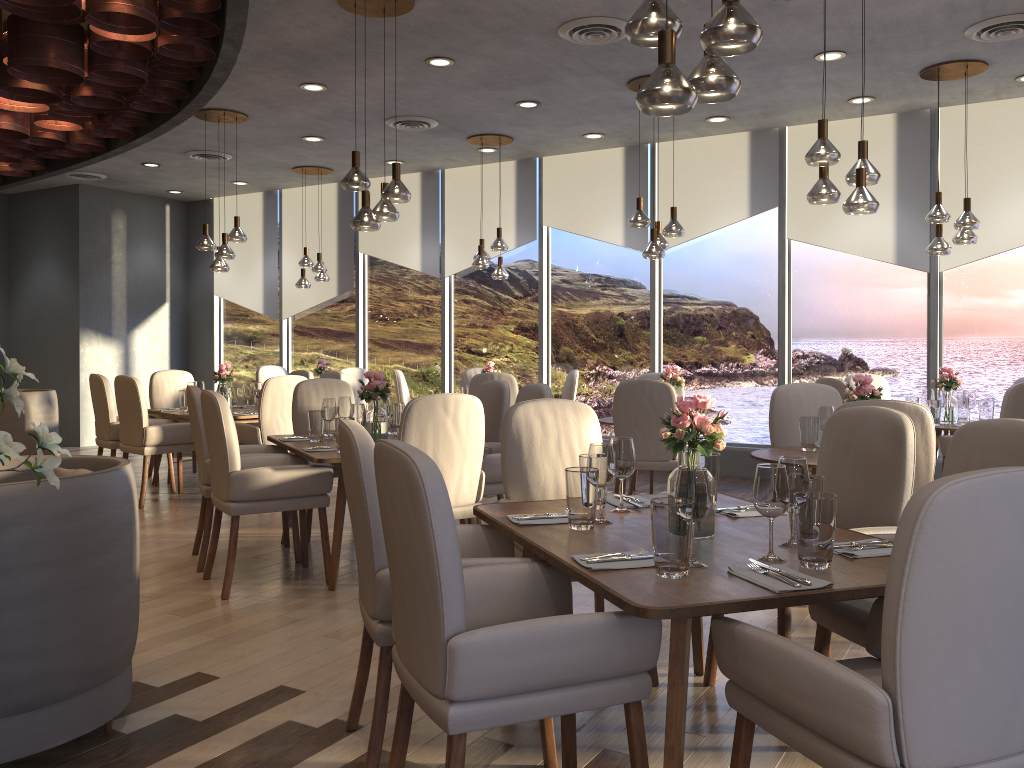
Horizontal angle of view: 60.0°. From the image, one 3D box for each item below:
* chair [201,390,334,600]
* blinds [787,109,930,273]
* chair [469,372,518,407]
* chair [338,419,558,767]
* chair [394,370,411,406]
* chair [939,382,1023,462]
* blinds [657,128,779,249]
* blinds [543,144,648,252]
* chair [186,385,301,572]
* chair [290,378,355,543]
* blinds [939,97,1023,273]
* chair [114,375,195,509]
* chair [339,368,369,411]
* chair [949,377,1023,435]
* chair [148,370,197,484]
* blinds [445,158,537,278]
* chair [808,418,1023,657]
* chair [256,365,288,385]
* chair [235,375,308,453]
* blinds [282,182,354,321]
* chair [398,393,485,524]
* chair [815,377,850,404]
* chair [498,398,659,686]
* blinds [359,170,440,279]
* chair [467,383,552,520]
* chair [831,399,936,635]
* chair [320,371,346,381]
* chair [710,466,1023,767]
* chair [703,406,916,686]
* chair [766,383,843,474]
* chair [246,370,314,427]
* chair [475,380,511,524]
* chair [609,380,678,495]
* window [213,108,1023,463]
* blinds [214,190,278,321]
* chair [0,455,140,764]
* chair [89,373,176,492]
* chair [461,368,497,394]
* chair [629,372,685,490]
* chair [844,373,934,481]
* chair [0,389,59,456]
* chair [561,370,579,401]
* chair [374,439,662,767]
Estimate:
[{"bbox_3d":[-1.277,0.522,4.561,0.600,1.000,0.528,-1,1,-31],"label":"chair"},{"bbox_3d":[2.992,-2.281,7.711,1.173,2.680,0.007,0,1,31],"label":"blinds"},{"bbox_3d":[-0.184,0.387,7.865,0.528,1.000,0.600,0,1,-6],"label":"chair"},{"bbox_3d":[-0.215,0.600,2.662,0.600,1.000,0.528,0,1,-16],"label":"chair"},{"bbox_3d":[-0.825,0.363,8.448,0.600,1.000,0.528,0,1,-4],"label":"chair"},{"bbox_3d":[3.226,0.470,5.836,0.528,1.000,0.600,0,1,-15],"label":"chair"},{"bbox_3d":[1.917,-2.603,8.343,1.173,2.680,0.007,0,1,31],"label":"blinds"},{"bbox_3d":[0.829,-2.630,8.985,1.173,2.680,0.007,0,1,31],"label":"blinds"},{"bbox_3d":[-1.541,0.502,5.065,0.600,1.000,0.528,0,1,-23],"label":"chair"},{"bbox_3d":[-1.192,0.470,5.838,0.528,1.000,0.600,0,1,-23],"label":"chair"},{"bbox_3d":[4.067,-2.255,7.077,1.173,2.680,0.007,0,1,31],"label":"blinds"},{"bbox_3d":[-2.778,0.423,6.977,0.528,1.000,0.600,1,1,43],"label":"chair"},{"bbox_3d":[-1.862,0.318,9.537,0.600,1.000,0.528,1,1,44],"label":"chair"},{"bbox_3d":[3.641,0.442,6.531,0.600,1.000,0.528,0,1,-12],"label":"chair"},{"bbox_3d":[-3.067,0.372,8.224,0.528,1.000,0.600,-1,1,-40],"label":"chair"},{"bbox_3d":[-0.245,-2.511,9.619,1.173,2.680,0.007,0,1,31],"label":"blinds"},{"bbox_3d":[1.220,0.605,2.542,0.600,1.000,0.528,0,1,-16],"label":"chair"},{"bbox_3d":[-2.678,0.285,10.364,0.600,1.000,0.528,1,1,44],"label":"chair"},{"bbox_3d":[-1.916,0.422,7.013,0.600,1.000,0.528,1,1,44],"label":"chair"},{"bbox_3d":[-2.395,-2.127,10.892,1.173,2.680,0.007,0,1,31],"label":"blinds"},{"bbox_3d":[-0.434,0.531,4.351,0.528,1.000,0.600,0,1,-29],"label":"chair"},{"bbox_3d":[2.501,0.451,6.311,0.600,1.000,0.528,0,1,-13],"label":"chair"},{"bbox_3d":[0.228,0.571,3.385,0.528,1.000,0.600,0,1,-16],"label":"chair"},{"bbox_3d":[-1.319,-2.537,10.253,1.173,2.680,0.007,0,1,31],"label":"blinds"},{"bbox_3d":[-0.092,0.499,5.132,0.600,1.000,0.528,0,1,-23],"label":"chair"},{"bbox_3d":[1.549,0.550,3.888,0.528,1.000,0.600,0,1,8],"label":"chair"},{"bbox_3d":[-1.810,0.387,7.868,0.600,1.000,0.528,-1,1,-40],"label":"chair"},{"bbox_3d":[0.781,0.635,1.825,0.528,1.000,0.600,0,1,-21],"label":"chair"},{"bbox_3d":[1.043,0.583,3.080,0.600,1.000,0.528,0,1,-21],"label":"chair"},{"bbox_3d":[1.720,0.503,5.036,0.528,1.000,0.600,0,1,7],"label":"chair"},{"bbox_3d":[-2.191,0.370,8.286,0.528,1.000,0.600,1,1,45],"label":"chair"},{"bbox_3d":[-0.335,0.478,5.642,0.600,1.000,0.528,-1,1,-29],"label":"chair"},{"bbox_3d":[0.935,0.459,6.112,0.528,1.000,0.600,0,1,12],"label":"chair"},{"bbox_3d":[1.887,-0.850,5.168,8.060,3.198,16.132,-1,2,-14],"label":"window"},{"bbox_3d":[-3.472,-2.153,11.526,1.173,2.680,0.007,0,1,31],"label":"blinds"},{"bbox_3d":[-1.494,0.675,2.786,0.595,0.837,0.774,-1,2,-40],"label":"chair"},{"bbox_3d":[-3.177,0.407,7.383,0.600,1.000,0.528,-1,1,-40],"label":"chair"},{"bbox_3d":[-0.293,0.340,9.021,0.528,1.000,0.600,0,1,-7],"label":"chair"},{"bbox_3d":[1.193,0.412,7.244,0.528,1.000,0.600,0,1,11],"label":"chair"},{"bbox_3d":[2.938,0.424,6.960,0.528,1.000,0.600,0,1,-16],"label":"chair"},{"bbox_3d":[-4.254,0.475,7.663,0.595,0.837,0.774,0,1,-10],"label":"chair"},{"bbox_3d":[0.335,0.361,8.487,0.600,1.000,0.528,0,1,-3],"label":"chair"},{"bbox_3d":[-0.017,0.622,2.128,0.600,1.000,0.528,0,1,-23],"label":"chair"}]
